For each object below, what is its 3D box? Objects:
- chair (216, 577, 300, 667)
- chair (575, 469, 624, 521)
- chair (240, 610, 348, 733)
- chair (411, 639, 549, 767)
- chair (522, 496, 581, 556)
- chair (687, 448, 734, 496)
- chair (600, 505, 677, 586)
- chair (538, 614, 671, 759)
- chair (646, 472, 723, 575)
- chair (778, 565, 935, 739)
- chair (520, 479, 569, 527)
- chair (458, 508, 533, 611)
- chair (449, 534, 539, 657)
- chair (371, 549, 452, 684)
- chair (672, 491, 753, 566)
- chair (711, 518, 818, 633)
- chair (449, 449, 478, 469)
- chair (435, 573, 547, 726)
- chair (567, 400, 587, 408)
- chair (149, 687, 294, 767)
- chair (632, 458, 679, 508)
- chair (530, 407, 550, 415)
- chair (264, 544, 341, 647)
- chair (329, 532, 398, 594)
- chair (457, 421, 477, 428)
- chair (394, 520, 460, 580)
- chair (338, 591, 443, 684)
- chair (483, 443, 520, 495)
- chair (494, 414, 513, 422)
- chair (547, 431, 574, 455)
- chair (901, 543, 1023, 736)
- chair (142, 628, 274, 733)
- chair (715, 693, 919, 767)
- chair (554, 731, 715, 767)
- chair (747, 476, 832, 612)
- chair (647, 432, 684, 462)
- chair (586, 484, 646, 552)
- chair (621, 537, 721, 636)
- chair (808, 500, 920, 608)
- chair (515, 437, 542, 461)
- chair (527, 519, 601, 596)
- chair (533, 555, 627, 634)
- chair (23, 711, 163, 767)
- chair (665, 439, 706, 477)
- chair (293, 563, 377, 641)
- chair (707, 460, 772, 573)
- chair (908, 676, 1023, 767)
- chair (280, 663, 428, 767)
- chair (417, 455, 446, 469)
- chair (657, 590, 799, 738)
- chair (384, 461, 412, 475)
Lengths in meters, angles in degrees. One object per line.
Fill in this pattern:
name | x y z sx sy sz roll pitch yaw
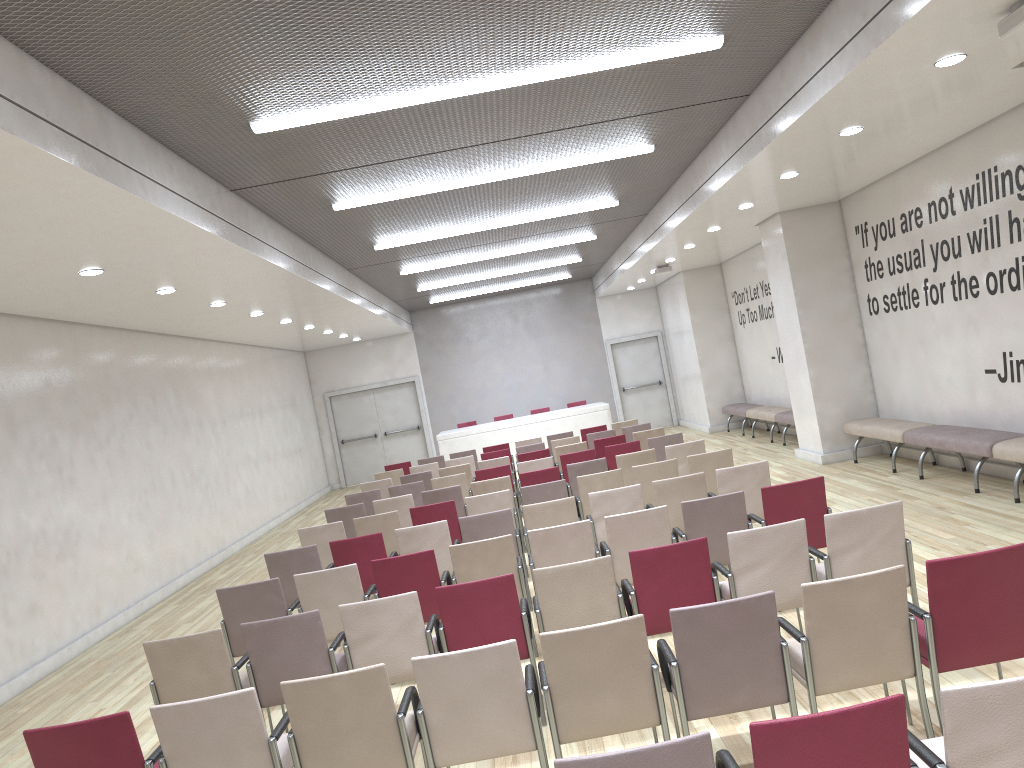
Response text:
chair | -1.763 1.820 6.456 0.513 0.890 0.640 -11 1 -1
chair | 0.923 1.298 8.930 0.513 0.890 0.640 -11 1 -1
chair | -1.214 1.728 5.226 0.513 0.890 0.640 -11 1 0
chair | -0.119 1.535 3.987 0.513 0.890 0.640 -11 1 1
chair | 0.380 1.410 7.684 0.513 0.890 0.640 -11 1 0
chair | 2.000 1.098 8.936 0.513 0.890 0.640 -11 1 -1
chair | 0.937 1.317 6.459 0.513 0.890 0.640 -11 1 0
chair | 0.407 1.437 4.000 0.513 0.890 0.640 -11 1 -1
chair | 1.469 1.207 7.700 0.513 0.890 0.640 -11 1 0
chair | 1.503 1.233 4.009 0.513 0.890 0.640 -11 1 -1
chair | 0.382 1.399 8.916 0.513 0.890 0.640 -11 1 0
chair | -0.150 1.509 7.678 0.513 0.890 0.640 -11 1 0
chair | -0.144 1.519 6.453 0.513 0.890 0.640 -11 1 -1
chair | -0.683 1.619 6.443 0.513 0.890 0.640 -11 1 0
chair | 1.478 1.216 6.472 0.513 0.890 0.640 -11 1 0
chair | 1.491 1.224 5.238 0.513 0.890 0.640 -11 1 -1
chair | -0.745 1.556 15.071 0.513 0.890 0.640 -11 1 0
chair | -0.129 1.526 5.227 0.513 0.890 0.640 -11 1 1
chair | 1.570 0.851 20.188 0.513 0.890 0.640 -11 1 -1
chair | -1.213 1.739 3.991 0.513 0.890 0.640 -11 1 0
chair | 1.459 1.199 8.917 0.513 0.890 0.640 -11 1 -1
chair | 0.726 1.008 20.183 0.513 0.890 0.640 -11 1 -1
chair | -1.768 1.810 7.682 0.513 0.890 0.640 -11 1 0
chair | -1.229 1.710 7.686 0.513 0.890 0.640 -11 1 -1
chair | -0.961 1.322 20.175 0.513 0.890 0.640 -11 1 -1
chair | -0.683 1.608 7.693 0.513 0.890 0.640 -11 1 0
chair | -0.668 1.627 5.233 0.513 0.890 0.640 -11 1 0
chair | -0.198 1.455 15.065 0.513 0.890 0.640 -11 1 -1
chair | -0.117 1.165 20.179 0.513 0.890 0.640 -11 1 -1
chair | 0.876 1.255 15.065 0.513 0.890 0.640 -11 1 1
chair | 2.033 1.134 4.007 0.513 0.890 0.640 -11 1 0
chair | -1.750 1.828 5.217 0.513 0.890 0.640 -11 1 1
chair | 0.957 1.345 2.780 0.513 0.890 0.640 -11 1 -1
chair | 0.414 1.446 2.774 0.513 0.890 0.640 -11 1 0
chair | 2.028 1.114 6.458 0.513 0.890 0.640 -11 1 0
chair | 1.989 1.079 11.388 0.513 0.890 0.640 -11 1 -1
chair | 0.938 1.306 7.696 0.513 0.890 0.640 -11 1 1
chair | 0.945 1.326 5.234 0.513 0.890 0.640 -11 1 -1
chair | 2.033 1.124 5.237 0.513 0.890 0.640 -11 1 -1
chair | 0.349 1.353 15.072 0.513 0.890 0.640 -11 1 0
chair | 0.406 1.416 6.467 0.513 0.890 0.640 -11 1 0
chair | 0.412 1.426 5.225 0.513 0.890 0.640 -11 1 0
chair | -1.740 1.837 3.985 0.513 0.890 0.640 -11 1 -1
chair | 1.993 1.089 10.157 0.513 0.890 0.640 -11 1 -1
chair | -1.217 1.718 6.444 0.513 0.890 0.640 -11 1 0
chair | 2.001 1.108 7.698 0.513 0.890 0.640 -11 1 0
chair | 1.498 1.244 2.771 0.513 0.890 0.640 -11 1 0
chair | -0.667 1.637 3.989 0.513 0.890 0.640 -11 1 0
chair | -1.279 1.656 15.057 0.513 0.890 0.640 -11 1 0
chair | 0.957 1.335 3.993 0.513 0.890 0.640 -11 1 0
chair | -1.830 1.759 15.053 0.513 0.890 0.640 -11 1 0
